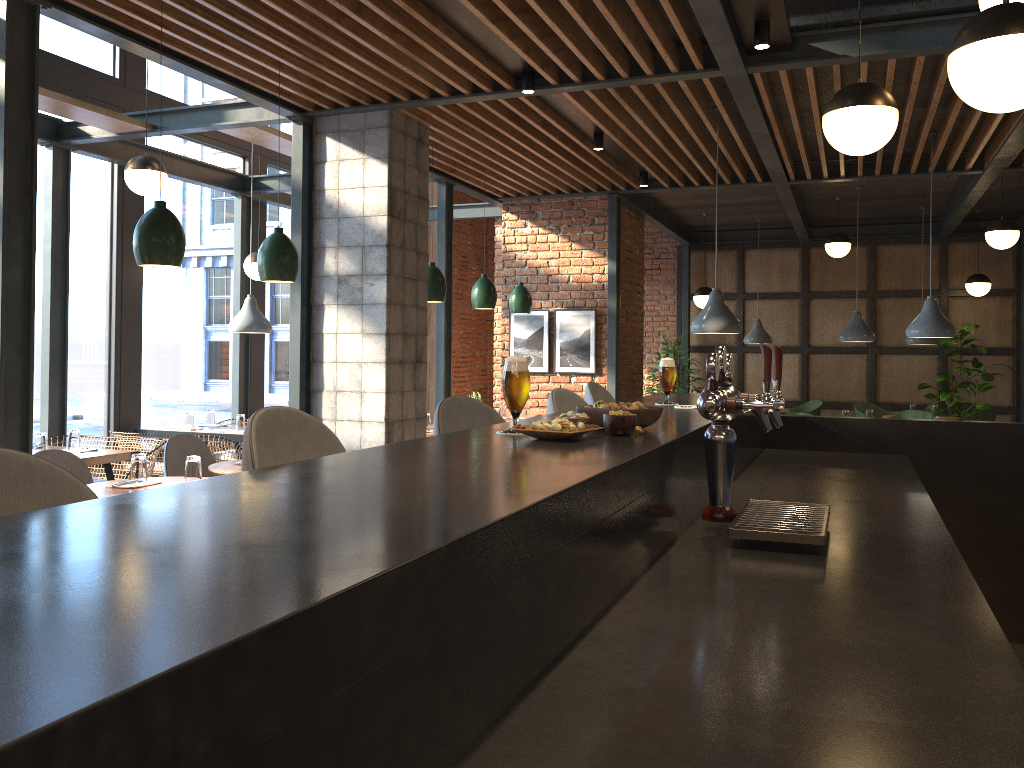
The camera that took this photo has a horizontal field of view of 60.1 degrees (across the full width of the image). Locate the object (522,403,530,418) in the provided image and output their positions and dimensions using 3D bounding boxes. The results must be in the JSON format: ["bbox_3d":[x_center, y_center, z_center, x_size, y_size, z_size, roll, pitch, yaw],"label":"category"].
[{"bbox_3d":[0.132,0.247,8.267,0.080,0.138,0.080,1,0,-6],"label":"object"}]

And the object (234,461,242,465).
[{"bbox_3d":[-1.412,0.431,4.925,0.157,0.019,0.243,1,2,26],"label":"object"}]

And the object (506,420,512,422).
[{"bbox_3d":[-0.071,0.329,7.733,0.157,0.019,0.243,1,2,21],"label":"object"}]

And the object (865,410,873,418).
[{"bbox_3d":[3.645,0.331,9.040,0.080,0.138,0.080,1,0,-31],"label":"object"}]

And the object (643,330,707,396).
[{"bbox_3d":[2.158,0.125,11.804,0.978,1.724,0.913,1,0,-14],"label":"object"}]

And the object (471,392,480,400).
[{"bbox_3d":[-0.306,0.202,7.579,0.146,0.276,0.146,1,0,2],"label":"object"}]

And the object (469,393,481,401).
[{"bbox_3d":[-0.286,0.204,7.454,0.115,0.282,0.128,0,0,17],"label":"object"}]

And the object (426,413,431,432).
[{"bbox_3d":[-0.659,0.290,6.763,0.080,0.138,0.080,1,0,-16],"label":"object"}]

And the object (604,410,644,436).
[{"bbox_3d":[0.260,0.090,2.083,0.078,0.060,0.108,1,1,29],"label":"object"}]

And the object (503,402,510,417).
[{"bbox_3d":[-0.055,0.242,8.342,0.080,0.138,0.080,0,0,43],"label":"object"}]

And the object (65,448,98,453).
[{"bbox_3d":[-2.827,0.430,5.785,0.243,0.019,0.157,1,2,23],"label":"object"}]

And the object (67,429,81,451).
[{"bbox_3d":[-2.855,0.364,5.772,0.080,0.138,0.080,1,0,-4],"label":"object"}]

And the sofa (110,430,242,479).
[{"bbox_3d":[-2.678,0.739,7.003,1.092,0.733,0.470,1,0,21],"label":"sofa"}]

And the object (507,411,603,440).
[{"bbox_3d":[0.130,0.095,2.034,0.164,0.052,0.292,1,2,30],"label":"object"}]

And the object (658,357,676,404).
[{"bbox_3d":[0.594,-0.013,3.391,0.070,0.178,0.070,0,0,25],"label":"object"}]

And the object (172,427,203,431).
[{"bbox_3d":[-2.740,0.374,7.462,0.243,0.019,0.157,1,2,23],"label":"object"}]

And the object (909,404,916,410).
[{"bbox_3d":[4.643,0.299,10.271,0.080,0.138,0.080,1,0,-1],"label":"object"}]

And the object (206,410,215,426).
[{"bbox_3d":[-2.650,0.297,7.786,0.080,0.138,0.080,0,0,24],"label":"object"}]

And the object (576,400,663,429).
[{"bbox_3d":[0.274,0.078,2.255,0.168,0.073,0.168,2,2,41],"label":"object"}]

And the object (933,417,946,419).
[{"bbox_3d":[4.764,0.376,9.983,0.242,0.019,0.157,0,2,-24],"label":"object"}]

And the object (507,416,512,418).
[{"bbox_3d":[-0.070,0.307,8.369,0.157,0.019,0.243,1,2,20],"label":"object"}]

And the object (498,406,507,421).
[{"bbox_3d":[-0.085,0.262,7.762,0.080,0.138,0.080,1,0,-6],"label":"object"}]

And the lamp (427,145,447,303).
[{"bbox_3d":[-0.594,-1.625,6.657,0.224,2.023,0.223,0,-1,25],"label":"lamp"}]

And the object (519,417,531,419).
[{"bbox_3d":[0.146,0.314,8.238,0.157,0.019,0.243,1,2,21],"label":"object"}]

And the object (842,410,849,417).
[{"bbox_3d":[3.370,0.332,8.955,0.080,0.138,0.080,1,0,-31],"label":"object"}]

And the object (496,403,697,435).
[{"bbox_3d":[0.406,0.048,2.697,0.322,0.106,1.510,1,2,24],"label":"object"}]

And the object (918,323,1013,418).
[{"bbox_3d":[5.387,0.160,10.588,1.057,1.796,0.721,0,0,31],"label":"object"}]

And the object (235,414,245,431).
[{"bbox_3d":[-2.234,0.318,7.291,0.080,0.138,0.080,0,0,23],"label":"object"}]

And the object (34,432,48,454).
[{"bbox_3d":[-2.930,0.372,5.510,0.080,0.138,0.080,0,0,43],"label":"object"}]

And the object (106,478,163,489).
[{"bbox_3d":[-1.736,0.456,4.090,0.157,0.019,0.243,1,2,18],"label":"object"}]

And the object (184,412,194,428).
[{"bbox_3d":[-2.723,0.307,7.481,0.080,0.138,0.080,1,0,-4],"label":"object"}]

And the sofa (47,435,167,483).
[{"bbox_3d":[-2.958,0.761,6.278,1.092,0.733,0.470,1,0,21],"label":"sofa"}]

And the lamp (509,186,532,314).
[{"bbox_3d":[0.091,-1.679,8.433,0.224,2.023,0.223,0,-1,25],"label":"lamp"}]

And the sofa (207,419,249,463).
[{"bbox_3d":[-2.272,0.707,8.056,1.092,0.733,0.470,1,0,21],"label":"sofa"}]

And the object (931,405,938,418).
[{"bbox_3d":[4.774,0.309,10.014,0.080,0.138,0.080,0,0,29],"label":"object"}]

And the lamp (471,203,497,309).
[{"bbox_3d":[-0.230,-1.654,7.601,0.224,2.023,0.223,0,-1,25],"label":"lamp"}]

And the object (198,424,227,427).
[{"bbox_3d":[-2.623,0.363,7.800,0.243,0.019,0.157,1,2,21],"label":"object"}]

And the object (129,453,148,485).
[{"bbox_3d":[-1.717,0.391,4.072,0.080,0.138,0.080,0,0,31],"label":"object"}]

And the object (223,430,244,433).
[{"bbox_3d":[-2.254,0.384,7.272,0.243,0.019,0.157,1,2,20],"label":"object"}]

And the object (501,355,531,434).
[{"bbox_3d":[0.009,0.023,2.099,0.070,0.183,0.070,0,-1,41],"label":"object"}]

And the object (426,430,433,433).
[{"bbox_3d":[-0.674,0.355,6.790,0.157,0.019,0.243,1,2,21],"label":"object"}]

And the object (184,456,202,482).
[{"bbox_3d":[-1.439,0.396,3.998,0.080,0.138,0.080,1,0,-29],"label":"object"}]
